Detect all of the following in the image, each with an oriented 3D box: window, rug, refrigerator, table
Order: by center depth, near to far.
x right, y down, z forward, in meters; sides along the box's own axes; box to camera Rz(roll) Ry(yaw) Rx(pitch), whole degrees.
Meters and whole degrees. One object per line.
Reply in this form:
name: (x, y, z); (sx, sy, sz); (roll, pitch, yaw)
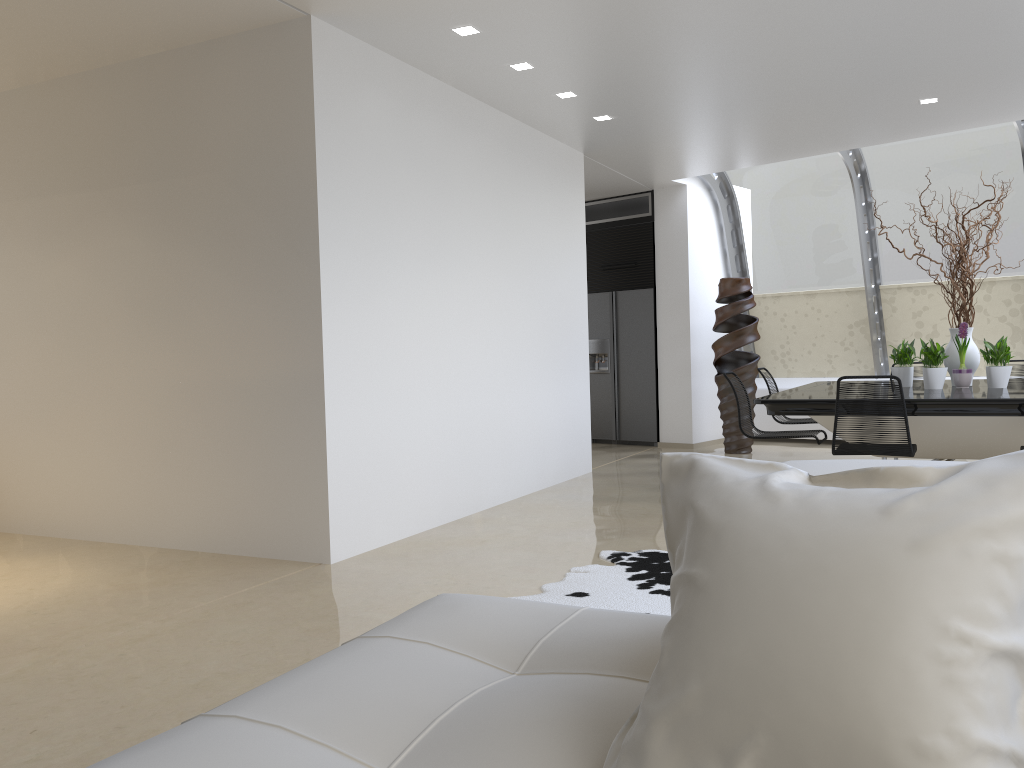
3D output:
rug: (1.570, 0.920, 3.609); (3.220, 0.008, 2.705); (-1, 2, 26)
window: (-2.220, -0.481, 6.126); (16.693, 3.674, 16.171); (-1, 2, 33)
table: (3.333, 0.401, 6.500); (2.494, 0.759, 3.031); (-1, 2, 27)
refrigerator: (1.309, -0.214, 10.447); (1.006, 1.742, 0.234); (0, 2, 40)

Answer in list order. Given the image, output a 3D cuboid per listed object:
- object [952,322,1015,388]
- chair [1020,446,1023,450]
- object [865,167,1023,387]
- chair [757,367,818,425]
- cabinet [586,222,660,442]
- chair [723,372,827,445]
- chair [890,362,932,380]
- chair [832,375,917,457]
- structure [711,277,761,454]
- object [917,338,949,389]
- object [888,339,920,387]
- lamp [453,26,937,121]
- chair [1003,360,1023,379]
object: (3.368, -0.208, 6.298); (0.238, 0.476, 0.417); (-3, 2, -35)
chair: (3.051, 0.185, 4.847); (0.446, 0.519, 0.688); (-1, 2, 27)
object: (3.159, -0.752, 6.581); (1.031, 1.549, 1.135); (-1, 2, 19)
chair: (2.502, 0.111, 7.674); (0.688, 0.519, 0.446); (-1, 2, 27)
cabinet: (1.038, -0.566, 11.050); (2.252, 2.558, 0.831); (0, 2, 41)
chair: (1.932, 0.164, 6.533); (0.688, 0.519, 0.446); (-1, 2, 27)
chair: (3.619, 0.066, 8.059); (0.446, 0.519, 0.688); (-1, 2, 27)
chair: (2.159, 0.197, 5.293); (0.446, 0.519, 0.688); (-1, 2, 27)
structure: (2.344, -0.186, 9.268); (0.498, 1.843, 0.493); (0, 2, 38)
object: (3.004, -0.148, 6.333); (0.284, 0.369, 0.215); (-3, 2, -30)
object: (3.012, -0.163, 6.813); (0.284, 0.369, 0.215); (-3, 2, -25)
lamp: (-3.333, -1.863, 4.460); (9.775, 0.004, 9.928); (-1, 2, 27)
chair: (4.448, 0.055, 7.645); (0.446, 0.519, 0.688); (-1, 2, 27)
